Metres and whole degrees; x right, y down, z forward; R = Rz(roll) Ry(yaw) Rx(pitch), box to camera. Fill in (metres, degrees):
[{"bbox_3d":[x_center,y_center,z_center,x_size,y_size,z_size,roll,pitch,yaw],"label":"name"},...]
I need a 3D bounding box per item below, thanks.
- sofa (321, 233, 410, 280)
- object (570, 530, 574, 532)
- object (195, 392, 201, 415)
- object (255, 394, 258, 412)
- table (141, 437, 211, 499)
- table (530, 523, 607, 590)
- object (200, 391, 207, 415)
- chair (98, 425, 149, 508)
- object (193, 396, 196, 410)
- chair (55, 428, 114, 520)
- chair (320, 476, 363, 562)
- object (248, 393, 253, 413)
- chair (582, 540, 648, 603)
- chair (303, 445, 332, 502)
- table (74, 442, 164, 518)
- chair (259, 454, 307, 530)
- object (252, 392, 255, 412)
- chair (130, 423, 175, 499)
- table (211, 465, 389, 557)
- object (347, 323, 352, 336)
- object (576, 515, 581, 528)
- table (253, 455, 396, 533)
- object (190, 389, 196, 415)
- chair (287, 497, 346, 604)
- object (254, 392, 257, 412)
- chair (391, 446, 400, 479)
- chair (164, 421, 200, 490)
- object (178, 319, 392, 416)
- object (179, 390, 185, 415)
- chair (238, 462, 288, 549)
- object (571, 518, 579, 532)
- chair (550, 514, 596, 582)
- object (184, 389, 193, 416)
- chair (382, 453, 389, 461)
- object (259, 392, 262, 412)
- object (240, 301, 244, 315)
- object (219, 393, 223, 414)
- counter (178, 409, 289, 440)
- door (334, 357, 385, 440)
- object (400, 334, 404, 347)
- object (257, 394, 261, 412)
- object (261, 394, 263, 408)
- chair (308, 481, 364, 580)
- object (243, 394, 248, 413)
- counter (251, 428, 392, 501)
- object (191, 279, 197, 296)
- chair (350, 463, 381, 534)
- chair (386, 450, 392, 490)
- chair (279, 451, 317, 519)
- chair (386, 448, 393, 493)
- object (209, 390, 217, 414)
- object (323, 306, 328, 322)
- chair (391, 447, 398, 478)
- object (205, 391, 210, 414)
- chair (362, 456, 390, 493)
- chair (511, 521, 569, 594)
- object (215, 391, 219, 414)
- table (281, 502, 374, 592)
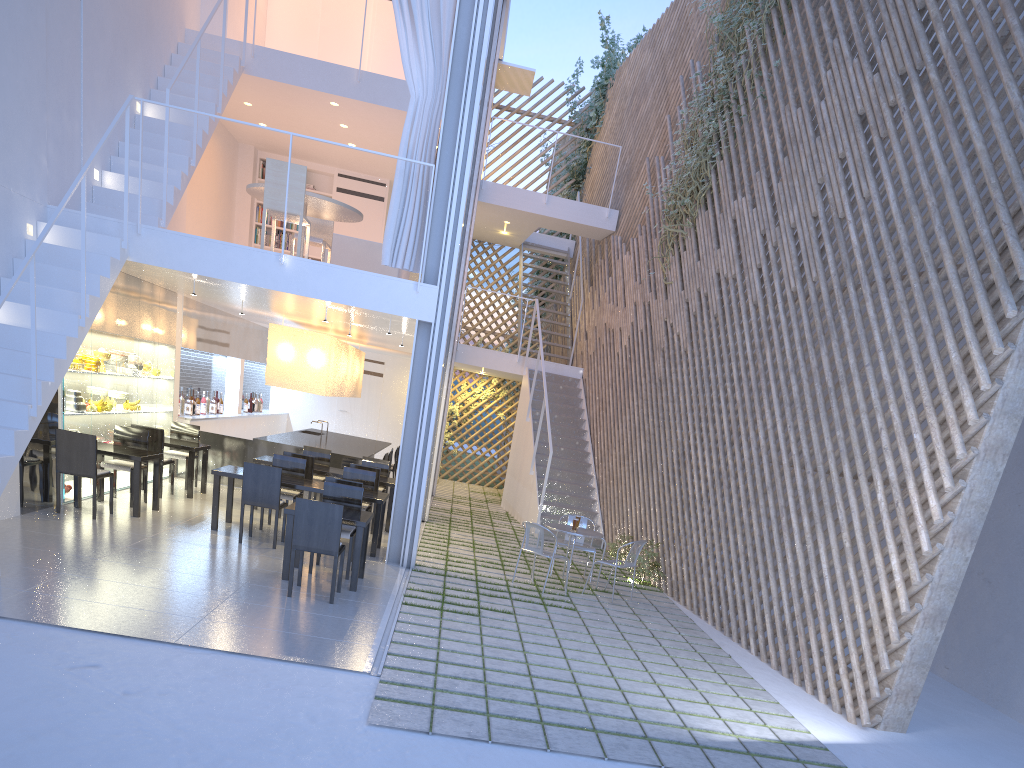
[{"bbox_3d":[-1.016,-0.730,5.787,0.503,0.392,0.922,10,1,-4],"label":"sofa"},{"bbox_3d":[-1.006,0.363,4.533,2.880,0.433,0.033,11,17,-4],"label":"object"},{"bbox_3d":[-2.418,0.064,5.373,0.059,0.311,2.282,9,-1,-2],"label":"object"},{"bbox_3d":[-2.609,0.191,8.377,0.042,0.200,0.044,24,22,40],"label":"object"},{"bbox_3d":[-2.218,0.543,5.397,0.362,0.356,0.325,10,9,-5],"label":"table"},{"bbox_3d":[0.333,1.015,4.832,0.349,0.358,0.323,3,12,-42],"label":"table"},{"bbox_3d":[-2.502,0.153,6.676,0.044,0.199,0.039,9,17,-4],"label":"object"},{"bbox_3d":[-2.218,0.470,4.697,0.193,0.471,0.216,9,14,-4],"label":"chair"},{"bbox_3d":[-2.445,0.063,5.441,0.067,0.306,2.013,9,-1,-3],"label":"object"},{"bbox_3d":[-2.189,0.459,4.226,0.193,0.471,0.216,9,14,-4],"label":"chair"},{"bbox_3d":[-0.903,0.714,4.397,0.193,0.471,0.216,9,14,-4],"label":"chair"},{"bbox_3d":[-2.572,0.185,8.089,0.045,0.208,0.041,6,17,-13],"label":"object"},{"bbox_3d":[0.603,1.040,4.674,0.234,0.408,0.256,19,15,34],"label":"chair"},{"bbox_3d":[-1.389,0.665,5.712,0.193,0.471,0.216,9,14,-4],"label":"chair"},{"bbox_3d":[-2.164,0.523,4.522,0.362,0.356,0.325,10,9,-5],"label":"table"},{"bbox_3d":[-1.332,0.644,4.789,0.193,0.471,0.216,9,14,-4],"label":"chair"},{"bbox_3d":[-2.595,0.180,8.226,0.047,0.219,0.041,8,17,-5],"label":"object"},{"bbox_3d":[-2.245,0.480,5.149,0.193,0.471,0.216,9,14,-4],"label":"chair"},{"bbox_3d":[-1.185,0.716,4.638,0.923,0.356,0.325,11,9,-6],"label":"table"},{"bbox_3d":[-1.036,-0.348,5.267,0.029,0.085,0.026,12,16,6],"label":"object"},{"bbox_3d":[0.387,0.812,4.863,0.029,0.082,0.031,22,20,39],"label":"object"},{"bbox_3d":[-1.238,0.736,5.513,0.923,0.356,0.325,11,9,-6],"label":"table"},{"bbox_3d":[-2.414,0.068,5.402,0.106,0.306,1.949,9,-1,-1],"label":"object"},{"bbox_3d":[-0.821,0.699,3.511,0.193,0.471,0.216,9,14,-4],"label":"chair"},{"bbox_3d":[-2.604,0.182,8.307,0.046,0.218,0.042,9,17,-3],"label":"object"},{"bbox_3d":[-1.198,0.773,7.797,0.241,0.471,0.172,9,15,-3],"label":"chair"},{"bbox_3d":[-2.274,0.491,5.620,0.193,0.471,0.216,9,14,-4],"label":"chair"},{"bbox_3d":[-1.606,-0.065,5.217,1.689,0.877,1.720,10,2,-7],"label":"object"},{"bbox_3d":[-2.434,0.060,5.292,0.046,0.306,1.758,9,-1,-2],"label":"object"},{"bbox_3d":[-1.305,0.634,4.349,0.193,0.471,0.216,9,14,-4],"label":"chair"},{"bbox_3d":[0.359,0.800,4.679,0.029,0.082,0.031,22,20,39],"label":"object"},{"bbox_3d":[0.387,1.014,5.127,0.265,0.408,0.225,9,13,-5],"label":"chair"},{"bbox_3d":[-2.411,0.067,5.358,0.047,0.306,1.873,9,-1,-3],"label":"object"},{"bbox_3d":[-1.135,0.742,6.527,0.241,0.471,0.172,9,15,-4],"label":"chair"},{"bbox_3d":[-2.607,0.186,8.486,0.044,0.218,0.044,22,21,35],"label":"object"},{"bbox_3d":[-1.701,-0.480,5.188,0.029,0.085,0.026,12,16,6],"label":"object"},{"bbox_3d":[-2.526,0.168,7.137,0.042,0.195,0.038,-1,20,-33],"label":"object"},{"bbox_3d":[-2.605,0.499,7.783,0.234,0.459,3.412,9,-1,-3],"label":"counter"},{"bbox_3d":[-2.175,0.141,6.910,0.475,1.246,5.264,12,-1,10],"label":"door"},{"bbox_3d":[-0.706,-0.283,5.306,0.029,0.085,0.026,12,16,6],"label":"object"},{"bbox_3d":[-2.597,0.196,8.431,0.046,0.200,0.041,8,17,-5],"label":"object"},{"bbox_3d":[-2.611,0.196,8.547,0.043,0.199,0.039,12,17,7],"label":"object"},{"bbox_3d":[-0.850,0.710,3.982,0.193,0.471,0.216,9,14,-4],"label":"chair"},{"bbox_3d":[-2.582,0.187,7.990,0.042,0.195,0.038,-1,20,-33],"label":"object"},{"bbox_3d":[-1.601,0.700,7.310,0.820,0.397,2.363,11,-1,-4],"label":"counter"},{"bbox_3d":[-1.644,-0.501,4.257,0.029,0.085,0.026,12,16,6],"label":"object"},{"bbox_3d":[-0.959,0.735,5.320,0.193,0.471,0.216,9,14,-4],"label":"chair"},{"bbox_3d":[-1.151,0.750,6.844,0.242,0.471,0.172,8,15,-7],"label":"chair"},{"bbox_3d":[-1.362,0.655,5.272,0.193,0.471,0.216,9,14,-4],"label":"chair"},{"bbox_3d":[-1.180,0.755,7.160,0.243,0.471,0.171,8,15,-10],"label":"chair"},{"bbox_3d":[-2.507,0.153,6.911,0.046,0.218,0.042,9,17,-3],"label":"object"},{"bbox_3d":[-0.979,-0.369,4.335,0.029,0.085,0.026,12,16,6],"label":"object"},{"bbox_3d":[-1.182,0.766,7.479,0.242,0.471,0.172,8,15,-8],"label":"chair"},{"bbox_3d":[-2.516,0.155,6.793,0.044,0.200,0.042,-8,24,-45],"label":"object"},{"bbox_3d":[-0.986,0.744,5.759,0.193,0.471,0.216,9,14,-4],"label":"chair"},{"bbox_3d":[0.163,0.951,4.544,0.245,0.408,0.244,20,16,39],"label":"chair"},{"bbox_3d":[-2.536,0.157,7.067,0.045,0.208,0.041,6,17,-13],"label":"object"},{"bbox_3d":[-0.861,0.752,3.840,0.362,0.356,0.325,10,9,-5],"label":"table"}]
